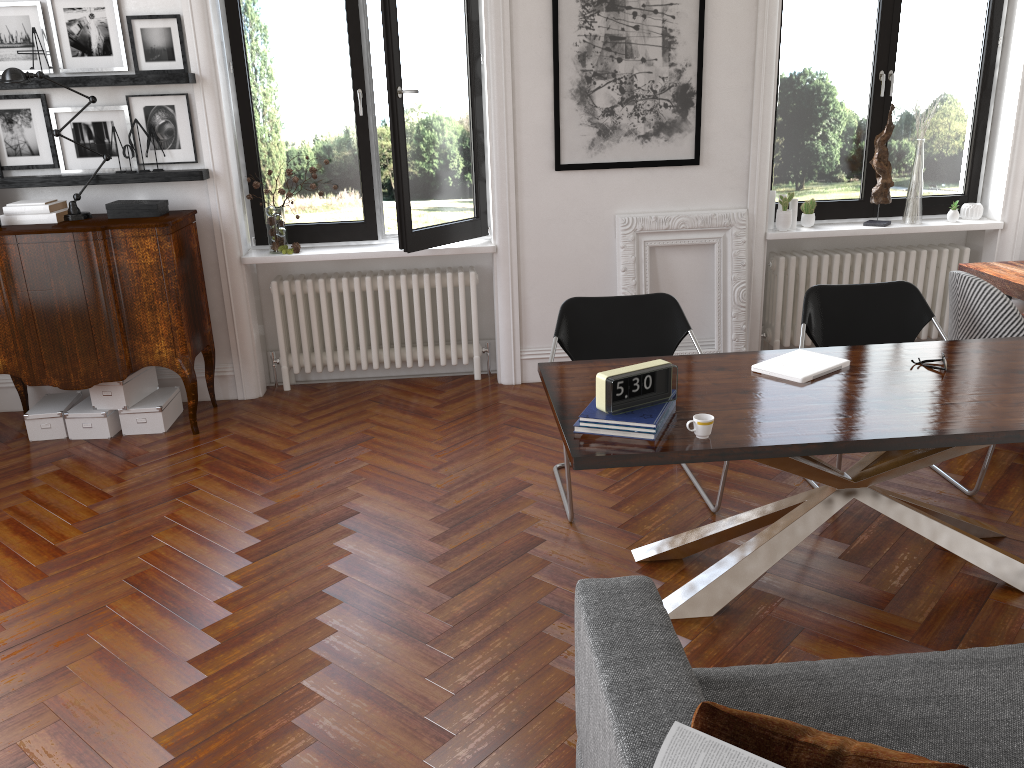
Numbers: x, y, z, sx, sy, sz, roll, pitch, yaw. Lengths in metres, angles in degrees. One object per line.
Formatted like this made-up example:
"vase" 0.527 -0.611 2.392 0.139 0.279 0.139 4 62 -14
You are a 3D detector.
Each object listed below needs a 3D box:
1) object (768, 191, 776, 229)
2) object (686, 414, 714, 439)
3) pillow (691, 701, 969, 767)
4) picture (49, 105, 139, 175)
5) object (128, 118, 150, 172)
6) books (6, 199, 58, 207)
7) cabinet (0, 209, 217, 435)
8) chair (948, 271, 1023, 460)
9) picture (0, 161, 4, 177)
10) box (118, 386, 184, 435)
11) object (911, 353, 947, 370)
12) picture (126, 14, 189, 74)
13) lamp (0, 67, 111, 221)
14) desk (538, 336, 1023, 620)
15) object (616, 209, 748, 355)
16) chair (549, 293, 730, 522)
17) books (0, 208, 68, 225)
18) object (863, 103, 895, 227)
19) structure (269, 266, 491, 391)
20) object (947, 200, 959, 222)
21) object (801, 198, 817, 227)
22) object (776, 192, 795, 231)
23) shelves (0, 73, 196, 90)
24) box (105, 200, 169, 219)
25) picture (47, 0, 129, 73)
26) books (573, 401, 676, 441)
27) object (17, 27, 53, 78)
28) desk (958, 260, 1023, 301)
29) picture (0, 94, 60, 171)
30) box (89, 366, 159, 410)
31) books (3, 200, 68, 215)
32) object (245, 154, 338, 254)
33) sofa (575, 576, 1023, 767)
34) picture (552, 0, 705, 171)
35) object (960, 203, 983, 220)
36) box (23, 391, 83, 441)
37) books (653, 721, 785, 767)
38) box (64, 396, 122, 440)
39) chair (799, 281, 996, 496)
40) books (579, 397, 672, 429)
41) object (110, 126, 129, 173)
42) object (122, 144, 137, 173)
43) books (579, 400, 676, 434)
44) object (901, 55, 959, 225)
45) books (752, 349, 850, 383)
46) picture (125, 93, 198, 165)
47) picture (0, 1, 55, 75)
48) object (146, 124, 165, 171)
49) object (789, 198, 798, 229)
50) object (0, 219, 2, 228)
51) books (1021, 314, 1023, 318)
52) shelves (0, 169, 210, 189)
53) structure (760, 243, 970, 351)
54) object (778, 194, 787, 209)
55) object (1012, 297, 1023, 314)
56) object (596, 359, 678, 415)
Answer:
"object" 1.664 -1.120 5.701 0.051 0.240 0.051 9 22 29
"object" 0.589 0.133 2.772 0.082 0.065 0.064 3 19 16
"pillow" 0.587 0.743 1.620 0.469 0.399 0.328 10 22 31
"picture" -2.393 -1.398 5.085 0.434 0.367 0.020 -3 19 -4
"object" -2.124 -1.362 5.066 0.118 0.301 0.040 -3 19 -4
"books" -2.625 -0.993 4.857 0.200 0.014 0.178 -3 18 -4
"cabinet" -2.425 -0.315 5.073 1.266 1.226 0.636 -3 19 -4
"chair" 2.460 -0.128 4.474 0.547 0.906 0.712 -6 19 -10
"picture" -3.074 -1.298 5.038 0.300 0.255 0.020 -3 19 -4
"box" -2.142 0.163 5.279 0.245 0.178 0.391 -3 18 -4
"object" 1.613 -0.092 3.381 0.114 0.048 0.132 -17 24 -38
"picture" -1.977 -1.894 4.948 0.289 0.305 0.020 -3 19 -4
"lamp" -2.461 -1.305 4.853 0.489 0.808 0.173 -17 24 -37
"desk" 1.264 0.362 3.320 2.226 0.756 1.023 -3 19 -4
"object" 1.077 -0.535 5.580 0.830 1.069 0.232 -3 19 -4
"chair" 0.545 0.100 4.009 0.752 0.878 0.740 -3 19 -4
"books" -2.621 -0.922 4.899 0.294 0.057 0.228 -3 18 -4
"object" 2.345 -1.381 5.607 0.165 0.759 0.142 13 24 36
"structure" -0.871 -0.344 5.835 1.453 0.783 0.224 -3 19 -4
"object" 2.855 -1.117 5.731 0.072 0.135 0.071 5 20 20
"object" 1.920 -1.110 5.730 0.097 0.187 0.098 4 20 18
"object" 1.724 -1.092 5.604 0.102 0.246 0.098 -11 21 -25
"shelves" -2.539 -1.667 4.908 1.514 0.056 0.157 -3 18 -4
"box" -2.109 -0.989 5.004 0.282 0.087 0.207 -3 18 -4
"picture" -2.344 -1.943 4.901 0.369 0.411 0.020 -3 19 -4
"books" 0.382 0.103 2.954 0.264 0.027 0.345 5 19 20
"object" -2.622 -1.815 4.862 0.174 0.262 0.040 -3 19 -4
"desk" 3.050 -0.097 4.552 0.647 0.763 1.786 -3 18 -4
"picture" -2.807 -1.429 5.041 0.373 0.409 0.020 -3 19 -4
"box" -2.278 0.004 5.213 0.209 0.178 0.391 0 18 6
"books" -2.622 -0.972 4.887 0.239 0.044 0.253 -3 18 -4
"object" -1.326 -1.121 5.454 0.540 0.603 0.316 -14 22 -31
"sofa" 1.522 0.857 1.807 2.644 0.834 1.253 -3 19 -4
"picture" 0.678 -1.939 5.161 0.882 1.332 0.035 -3 19 -4
"object" 3.021 -1.135 5.827 0.134 0.098 0.132 -14 22 -32
"box" -2.694 0.194 5.245 0.209 0.178 0.391 -5 19 -8
"books" 0.310 0.678 1.415 0.224 0.096 0.277 12 23 36
"box" -2.415 0.188 5.233 0.245 0.178 0.391 -2 18 1
"chair" 1.716 0.034 4.082 0.752 0.878 0.740 -3 19 -4
"books" 0.389 0.069 2.930 0.250 0.017 0.342 5 19 20
"object" -2.251 -1.334 5.057 0.124 0.262 0.040 -3 19 -4
"object" -2.179 -1.282 5.052 0.066 0.162 0.040 -3 19 -4
"books" 0.390 0.085 2.936 0.250 0.017 0.342 5 19 20
"object" 2.619 -1.531 5.550 0.296 1.061 0.287 -2 19 -1
"books" 1.114 -0.070 3.414 0.324 0.026 0.230 -16 23 -36
"picture" -2.010 -1.462 5.096 0.343 0.387 0.020 -3 19 -4
"picture" -2.771 -1.900 4.881 0.415 0.370 0.020 -3 19 -4
"object" -2.056 -1.357 5.103 0.110 0.264 0.040 -3 19 -4
"object" 1.800 -1.090 5.677 0.051 0.189 0.051 9 22 29
"object" -2.752 -0.860 4.692 0.091 0.078 0.091 -13 21 -29
"books" 2.892 -0.381 5.127 0.190 0.023 0.238 -3 18 -4
"shelves" -2.522 -1.170 5.082 1.514 0.056 0.155 -3 18 -4
"structure" 2.390 -0.527 6.038 1.453 0.783 0.224 -3 19 -4
"object" 1.732 -1.105 5.690 0.051 0.214 0.051 9 22 29
"object" 2.903 -0.450 5.119 0.173 0.110 0.172 9 22 31
"object" 0.409 0.010 2.884 0.275 0.126 0.081 -12 21 -28
